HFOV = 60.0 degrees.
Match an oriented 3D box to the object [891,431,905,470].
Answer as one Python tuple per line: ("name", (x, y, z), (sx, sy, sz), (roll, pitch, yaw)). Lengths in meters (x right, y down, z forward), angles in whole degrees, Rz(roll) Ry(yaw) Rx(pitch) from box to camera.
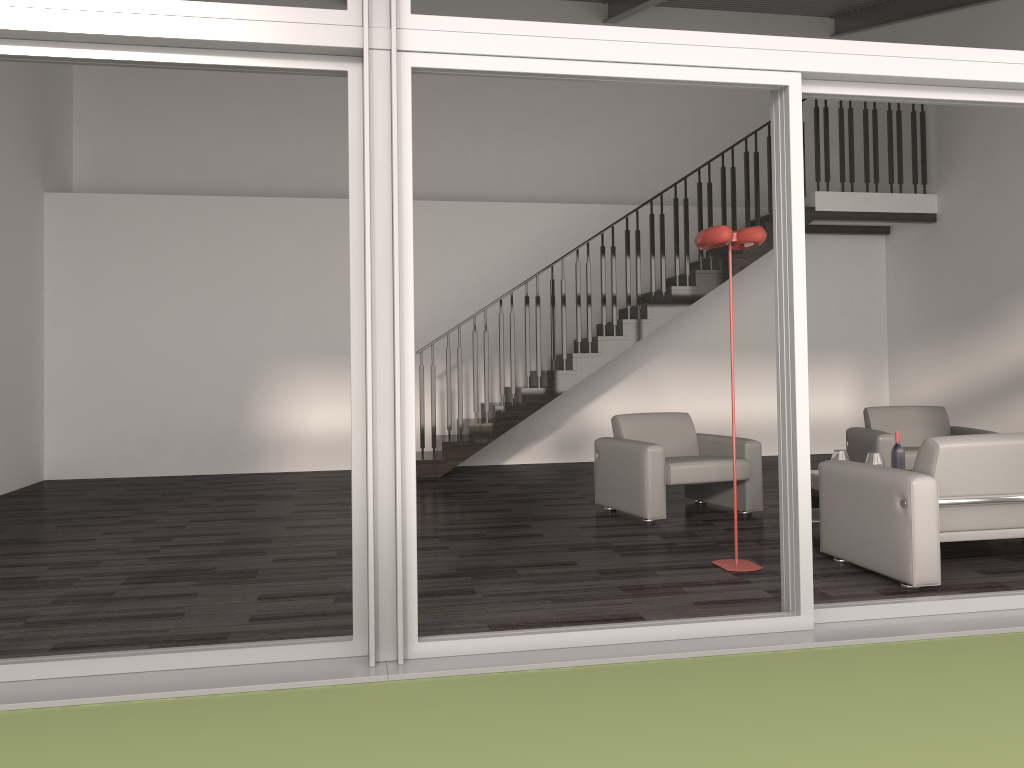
("object", (2.540, 0.497, 5.833), (0.093, 0.371, 0.092), (-1, -1, -12))

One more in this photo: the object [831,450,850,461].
("object", (2.147, 0.511, 5.794), (0.116, 0.156, 0.115), (-1, -1, -2))

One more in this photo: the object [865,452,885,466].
("object", (2.289, 0.511, 5.587), (0.116, 0.156, 0.115), (-1, -1, -20))

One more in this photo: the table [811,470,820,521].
("table", (2.208, 0.759, 5.717), (0.400, 0.342, 0.680), (-1, 0, -11))

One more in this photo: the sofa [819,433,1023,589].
("sofa", (2.788, 0.584, 4.709), (2.115, 0.718, 0.901), (-1, 0, -11))

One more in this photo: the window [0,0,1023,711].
("window", (1.121, -0.755, 3.545), (9.745, 3.475, 0.385), (-1, -1, -11))

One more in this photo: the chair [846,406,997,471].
("chair", (3.280, 0.547, 7.077), (0.963, 0.718, 0.909), (-1, 0, 4))

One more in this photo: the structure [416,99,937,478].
("structure", (2.022, -1.161, 10.027), (6.342, 4.098, 0.999), (-1, -1, -11))

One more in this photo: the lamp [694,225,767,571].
("lamp", (1.176, 0.067, 4.714), (0.353, 1.790, 0.364), (-1, -1, -11))

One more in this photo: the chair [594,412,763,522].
("chair", (1.223, 0.584, 6.537), (0.963, 0.718, 0.909), (-1, 0, -21))

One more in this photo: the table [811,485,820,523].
("table", (2.602, 0.807, 5.789), (1.200, 0.250, 0.600), (-1, 0, -11))
